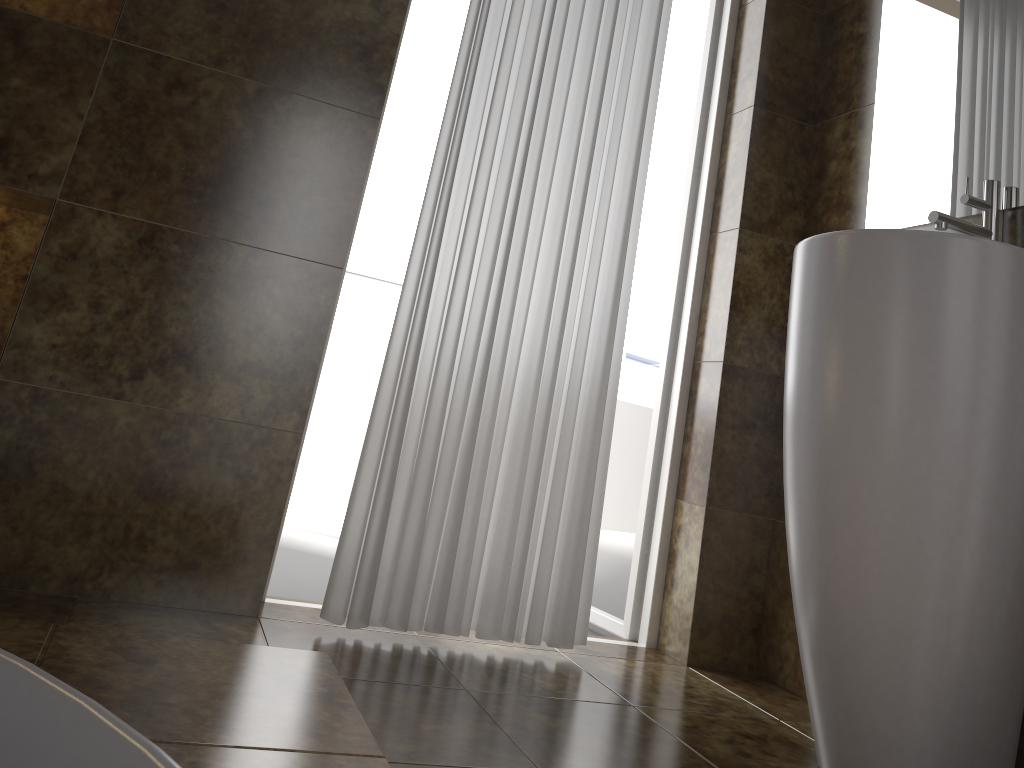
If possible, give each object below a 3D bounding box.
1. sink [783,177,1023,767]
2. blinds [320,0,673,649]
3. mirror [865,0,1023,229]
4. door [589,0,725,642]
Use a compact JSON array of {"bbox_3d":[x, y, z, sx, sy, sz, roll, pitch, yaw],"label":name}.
[{"bbox_3d":[0.716,0.105,1.587,0.432,1.183,0.442,15,-14,-17],"label":"sink"},{"bbox_3d":[0.099,-0.596,2.108,0.592,2.371,0.065,15,-15,-18],"label":"blinds"},{"bbox_3d":[1.115,-0.901,1.936,0.008,1.135,0.747,16,-12,-21],"label":"mirror"},{"bbox_3d":[0.268,-0.467,2.885,0.039,2.319,0.942,20,-16,-31],"label":"door"}]
